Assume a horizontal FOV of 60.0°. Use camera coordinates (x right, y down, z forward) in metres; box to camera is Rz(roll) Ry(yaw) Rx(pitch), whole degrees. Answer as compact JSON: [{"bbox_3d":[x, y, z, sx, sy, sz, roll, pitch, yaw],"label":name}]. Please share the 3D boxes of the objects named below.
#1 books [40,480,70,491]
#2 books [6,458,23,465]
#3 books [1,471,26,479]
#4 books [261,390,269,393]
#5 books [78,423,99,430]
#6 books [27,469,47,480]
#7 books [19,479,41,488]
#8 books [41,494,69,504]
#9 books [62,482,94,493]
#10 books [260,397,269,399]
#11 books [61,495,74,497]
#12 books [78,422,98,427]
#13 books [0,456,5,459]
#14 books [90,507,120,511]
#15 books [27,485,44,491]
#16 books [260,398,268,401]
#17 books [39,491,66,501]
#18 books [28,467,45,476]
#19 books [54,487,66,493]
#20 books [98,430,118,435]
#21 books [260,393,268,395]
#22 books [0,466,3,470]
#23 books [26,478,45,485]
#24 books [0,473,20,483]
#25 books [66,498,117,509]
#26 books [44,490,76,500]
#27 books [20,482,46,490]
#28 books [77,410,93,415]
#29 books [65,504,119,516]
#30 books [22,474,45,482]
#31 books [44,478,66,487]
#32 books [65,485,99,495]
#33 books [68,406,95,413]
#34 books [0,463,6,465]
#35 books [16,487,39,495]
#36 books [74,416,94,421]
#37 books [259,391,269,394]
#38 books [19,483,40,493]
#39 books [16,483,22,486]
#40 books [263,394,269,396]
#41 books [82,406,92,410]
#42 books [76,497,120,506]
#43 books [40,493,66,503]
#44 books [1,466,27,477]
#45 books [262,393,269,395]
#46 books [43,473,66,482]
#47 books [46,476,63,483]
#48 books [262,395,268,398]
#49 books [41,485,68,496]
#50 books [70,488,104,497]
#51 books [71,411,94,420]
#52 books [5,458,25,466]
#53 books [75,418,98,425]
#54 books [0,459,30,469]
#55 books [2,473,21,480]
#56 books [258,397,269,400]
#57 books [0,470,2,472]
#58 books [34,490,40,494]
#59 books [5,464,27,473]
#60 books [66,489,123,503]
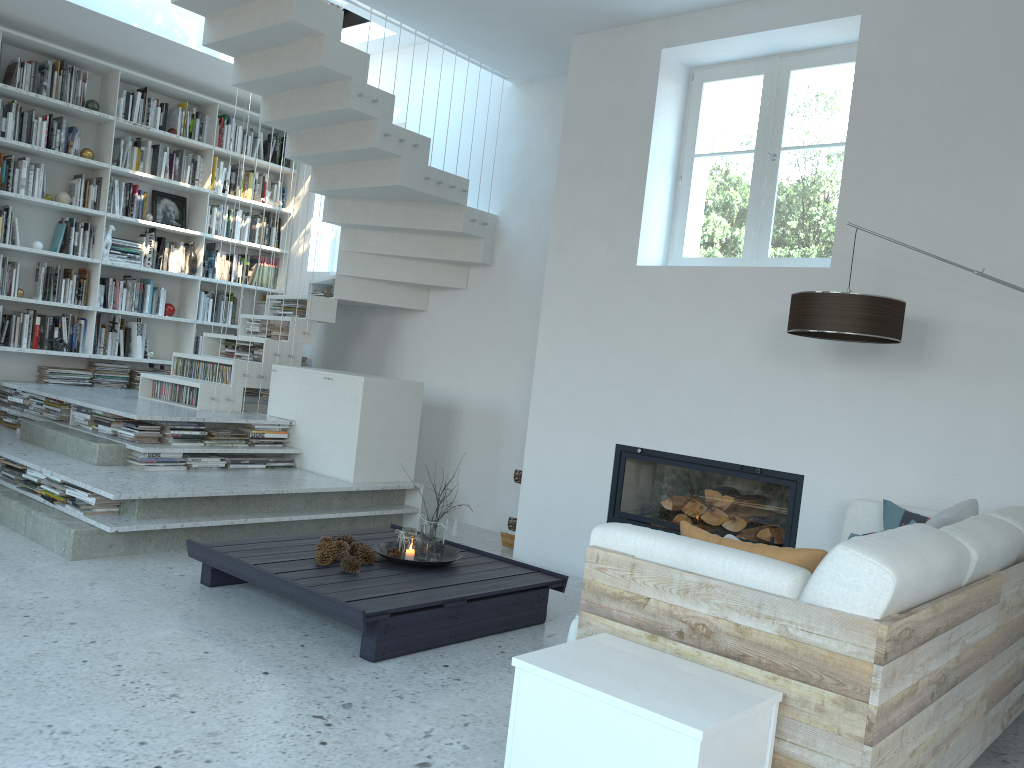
[{"bbox_3d":[-2.408,0.550,4.817,0.281,0.013,0.168,7,1,36],"label":"books"},{"bbox_3d":[-2.852,0.452,5.220,0.239,0.008,0.160,7,1,42],"label":"books"},{"bbox_3d":[-2.868,0.532,5.215,0.220,0.011,0.177,7,1,43],"label":"books"},{"bbox_3d":[-2.087,0.073,7.895,0.159,0.015,0.254,7,1,38],"label":"books"},{"bbox_3d":[-2.714,0.279,5.774,0.132,0.016,0.262,6,1,-44],"label":"books"},{"bbox_3d":[-2.623,0.509,5.024,0.222,0.028,0.141,7,1,36],"label":"books"},{"bbox_3d":[-2.641,0.561,5.012,0.215,0.013,0.189,7,1,39],"label":"books"},{"bbox_3d":[-2.422,0.623,4.813,0.191,0.016,0.208,6,1,-44],"label":"books"},{"bbox_3d":[-2.179,0.534,4.612,0.256,0.014,0.192,7,1,37],"label":"books"},{"bbox_3d":[-2.084,0.130,7.888,0.142,0.010,0.297,7,1,40],"label":"books"},{"bbox_3d":[-2.400,0.589,4.832,0.196,0.014,0.154,7,1,41],"label":"books"},{"bbox_3d":[-2.706,0.266,5.780,0.258,0.013,0.136,7,1,41],"label":"books"},{"bbox_3d":[-3.096,0.436,5.411,0.249,0.012,0.179,7,1,38],"label":"books"},{"bbox_3d":[-2.166,0.638,4.644,0.205,0.014,0.132,7,1,41],"label":"books"},{"bbox_3d":[-2.635,0.581,5.021,0.275,0.009,0.159,7,1,44],"label":"books"},{"bbox_3d":[-2.087,0.143,7.890,0.147,0.008,0.290,7,1,42],"label":"books"},{"bbox_3d":[-2.417,0.604,4.815,0.275,0.006,0.191,7,1,43],"label":"books"},{"bbox_3d":[-2.622,0.489,5.022,0.139,0.013,0.288,6,1,-44],"label":"books"},{"bbox_3d":[-2.402,0.565,4.826,0.290,0.004,0.150,7,1,45],"label":"books"},{"bbox_3d":[-2.486,0.306,5.572,0.142,0.020,0.230,6,1,-44],"label":"books"},{"bbox_3d":[-2.081,0.099,7.887,0.189,0.006,0.249,7,1,36],"label":"books"},{"bbox_3d":[-3.101,0.493,5.415,0.287,0.013,0.182,7,1,42],"label":"books"},{"bbox_3d":[-2.635,0.542,5.016,0.260,0.007,0.171,7,1,44],"label":"books"},{"bbox_3d":[-2.876,0.550,5.208,0.290,0.009,0.189,7,1,44],"label":"books"},{"bbox_3d":[-2.187,0.620,4.616,0.187,0.017,0.205,6,1,-44],"label":"books"},{"bbox_3d":[-2.406,0.599,4.826,0.268,0.006,0.170,7,1,41],"label":"books"},{"bbox_3d":[-2.638,0.572,5.016,0.267,0.008,0.180,7,1,40],"label":"books"},{"bbox_3d":[-2.706,0.182,5.768,0.208,0.017,0.145,7,1,36],"label":"books"},{"bbox_3d":[-2.187,0.652,4.621,0.230,0.017,0.184,7,1,43],"label":"books"},{"bbox_3d":[-2.635,0.530,5.014,0.182,0.017,0.180,7,1,38],"label":"books"},{"bbox_3d":[-2.400,0.532,4.823,0.251,0.006,0.175,7,1,41],"label":"books"},{"bbox_3d":[-2.176,0.547,4.617,0.266,0.010,0.176,7,1,37],"label":"books"},{"bbox_3d":[-2.719,0.166,5.750,0.256,0.014,0.192,7,1,37],"label":"books"},{"bbox_3d":[-3.089,0.470,5.424,0.297,0.009,0.155,7,1,42],"label":"books"},{"bbox_3d":[-2.649,0.600,5.008,0.224,0.005,0.193,7,1,37],"label":"books"},{"bbox_3d":[-2.721,0.226,5.757,0.178,0.015,0.187,6,1,-44],"label":"books"},{"bbox_3d":[-2.086,0.086,7.893,0.165,0.011,0.286,7,1,41],"label":"books"},{"bbox_3d":[-2.637,0.588,5.020,0.297,0.005,0.171,7,1,40],"label":"books"},{"bbox_3d":[-2.864,0.568,5.224,0.291,0.012,0.142,7,1,45],"label":"books"},{"bbox_3d":[-2.080,0.106,7.886,0.133,0.007,0.225,7,1,38],"label":"books"},{"bbox_3d":[-2.698,0.153,5.772,0.134,0.014,0.181,6,1,-44],"label":"books"},{"bbox_3d":[-2.165,0.604,4.639,0.224,0.019,0.137,7,1,42],"label":"books"},{"bbox_3d":[-2.414,0.612,4.820,0.276,0.009,0.178,7,1,39],"label":"books"},{"bbox_3d":[-2.864,0.514,5.215,0.243,0.025,0.160,7,1,36],"label":"books"},{"bbox_3d":[-2.088,0.093,7.894,0.163,0.004,0.272,7,1,40],"label":"books"},{"bbox_3d":[-2.404,0.503,4.814,0.256,0.016,0.182,7,1,44],"label":"books"},{"bbox_3d":[-2.405,0.516,4.815,0.178,0.010,0.195,6,1,-44],"label":"books"},{"bbox_3d":[-2.084,0.117,7.889,0.138,0.017,0.237,7,1,38],"label":"books"},{"bbox_3d":[-2.412,0.574,4.816,0.246,0.015,0.191,7,1,42],"label":"books"},{"bbox_3d":[-2.173,0.560,4.623,0.242,0.015,0.165,7,1,45],"label":"books"},{"bbox_3d":[-2.715,0.205,5.761,0.250,0.029,0.174,7,1,39],"label":"books"},{"bbox_3d":[-2.850,0.460,5.223,0.268,0.007,0.157,7,1,41],"label":"books"},{"bbox_3d":[-2.716,0.246,5.767,0.192,0.024,0.167,7,1,42],"label":"books"},{"bbox_3d":[-2.860,0.469,5.213,0.280,0.014,0.170,7,1,38],"label":"books"},{"bbox_3d":[-2.863,0.542,5.222,0.290,0.008,0.147,7,1,37],"label":"books"},{"bbox_3d":[-2.089,0.137,7.892,0.186,0.004,0.265,7,1,40],"label":"books"},{"bbox_3d":[-3.087,0.519,5.434,0.269,0.009,0.132,7,1,42],"label":"books"},{"bbox_3d":[-2.635,0.595,5.024,0.148,0.008,0.236,6,1,-44],"label":"books"},{"bbox_3d":[-2.855,0.494,5.223,0.239,0.017,0.142,7,1,37],"label":"books"},{"bbox_3d":[-2.175,0.580,4.624,0.287,0.027,0.157,7,1,36],"label":"books"}]
